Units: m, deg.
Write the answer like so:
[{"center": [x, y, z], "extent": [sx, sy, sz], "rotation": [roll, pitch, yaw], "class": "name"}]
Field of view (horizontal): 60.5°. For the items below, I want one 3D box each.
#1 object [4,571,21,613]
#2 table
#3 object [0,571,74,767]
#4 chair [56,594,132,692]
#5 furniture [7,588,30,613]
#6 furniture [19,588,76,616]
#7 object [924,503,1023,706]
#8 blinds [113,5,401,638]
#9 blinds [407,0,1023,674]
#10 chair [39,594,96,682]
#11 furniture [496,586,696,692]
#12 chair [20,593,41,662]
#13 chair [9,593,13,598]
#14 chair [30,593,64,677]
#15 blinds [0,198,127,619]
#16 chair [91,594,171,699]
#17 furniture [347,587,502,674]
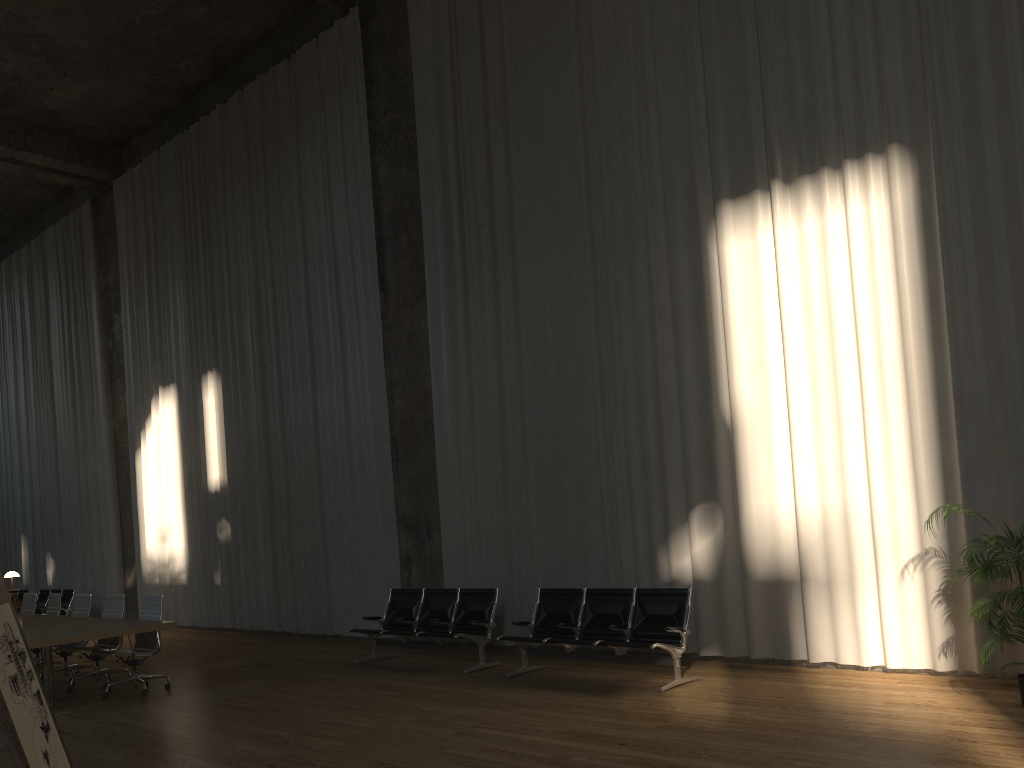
[{"center": [-8.812, 3.929, 15.360], "extent": [0.569, 1.289, 0.664], "rotation": [-3, -3, -15], "class": "object"}, {"center": [-6.779, 3.358, 10.976], "extent": [7.776, 0.753, 1.603], "rotation": [-12, -11, 42], "class": "table"}, {"center": [-1.476, 1.004, 2.557], "extent": [0.683, 2.134, 0.707], "rotation": [-3, -2, -22], "class": "object"}, {"center": [-4.763, 2.938, 10.034], "extent": [0.698, 1.019, 0.671], "rotation": [0, -5, -45], "class": "chair"}, {"center": [-11.099, 4.876, 18.989], "extent": [1.887, 0.837, 0.708], "rotation": [-11, -8, 42], "class": "furniture"}, {"center": [-9.337, 4.500, 17.384], "extent": [1.887, 0.837, 0.708], "rotation": [-11, -8, 42], "class": "furniture"}, {"center": [3.569, 1.531, 6.174], "extent": [1.136, 1.448, 1.093], "rotation": [-7, -5, 33], "class": "object"}, {"center": [-4.642, -0.267, 14.448], "extent": [7.893, 8.596, 0.274], "rotation": [-8, -4, 43], "class": "blinds"}, {"center": [1.738, -1.627, 8.636], "extent": [7.893, 8.596, 0.274], "rotation": [-8, -4, 43], "class": "blinds"}, {"center": [-5.442, 3.082, 10.649], "extent": [0.698, 1.019, 0.671], "rotation": [-1, -5, -42], "class": "chair"}, {"center": [0.747, 2.363, 8.274], "extent": [1.887, 0.837, 0.708], "rotation": [-11, -8, 42], "class": "furniture"}, {"center": [-6.755, 3.362, 11.846], "extent": [0.698, 1.019, 0.671], "rotation": [-1, -5, -42], "class": "chair"}, {"center": [-7.451, 3.508, 12.464], "extent": [0.670, 1.019, 0.698], "rotation": [-7, -5, 41], "class": "chair"}, {"center": [-6.107, 3.223, 11.252], "extent": [0.698, 1.019, 0.671], "rotation": [-1, -5, -39], "class": "chair"}, {"center": [-11.041, 1.096, 20.277], "extent": [7.890, 8.597, 0.274], "rotation": [-8, -4, 41], "class": "blinds"}, {"center": [-6.015, 2.612, 7.334], "extent": [31.755, 1.024, 12.971], "rotation": [-12, -12, 42], "class": "chair"}, {"center": [-1.015, 2.738, 9.879], "extent": [1.887, 0.837, 0.708], "rotation": [-11, -8, 42], "class": "furniture"}]
